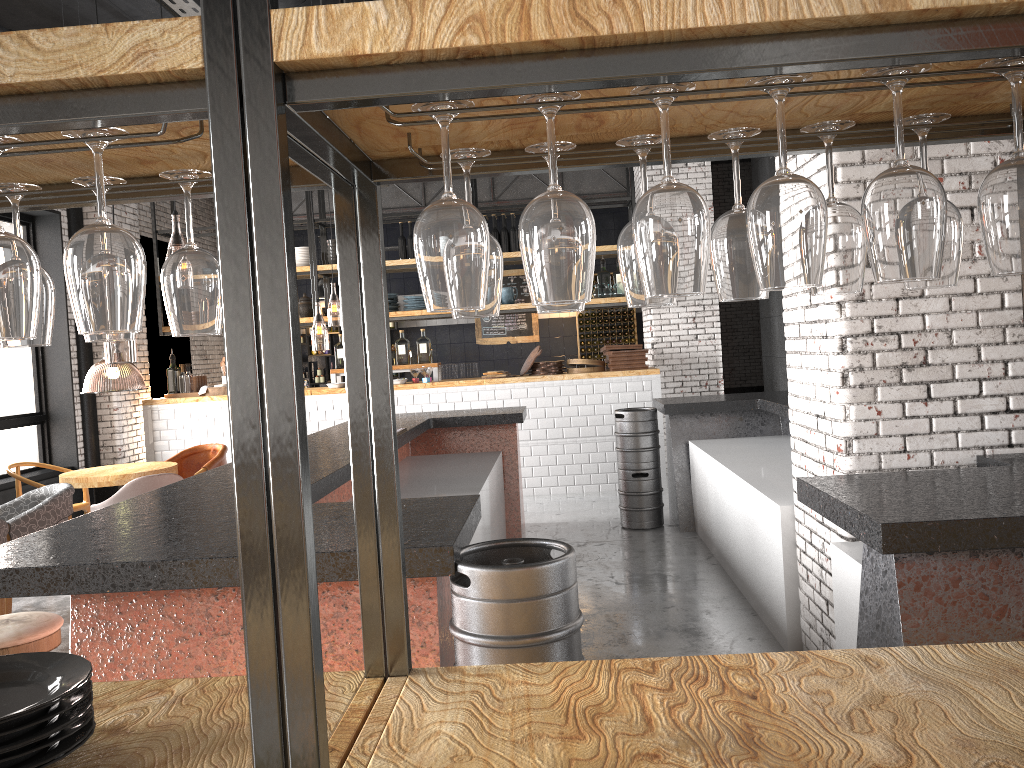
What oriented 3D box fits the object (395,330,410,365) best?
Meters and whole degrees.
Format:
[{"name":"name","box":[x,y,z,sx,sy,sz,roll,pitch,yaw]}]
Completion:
[{"name":"object","box":[-1.273,-0.425,10.338,0.154,0.404,0.154,-4,1,3]}]

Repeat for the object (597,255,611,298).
[{"name":"object","box":[1.091,-1.277,10.531,0.157,0.554,0.106,-3,1,7]}]

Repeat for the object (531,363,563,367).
[{"name":"object","box":[0.412,-0.217,10.180,0.407,0.019,0.458,-6,3,-45]}]

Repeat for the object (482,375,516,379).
[{"name":"object","box":[-0.124,-0.085,10.134,0.406,0.019,0.458,-1,3,45]}]

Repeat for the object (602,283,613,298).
[{"name":"object","box":[1.113,-1.090,10.360,0.118,0.181,0.118,-4,2,-21]}]

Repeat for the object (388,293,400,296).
[{"name":"object","box":[-1.535,-1.055,10.638,0.373,0.050,0.373,-3,2,25]}]

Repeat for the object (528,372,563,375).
[{"name":"object","box":[0.413,-0.120,10.183,0.458,0.019,0.407,-2,3,38]}]

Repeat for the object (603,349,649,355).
[{"name":"object","box":[1.287,-0.361,10.081,0.405,0.044,0.636,-4,2,-3]}]

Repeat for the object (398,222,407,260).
[{"name":"object","box":[-1.308,-1.692,10.565,0.098,0.471,0.098,-3,1,25]}]

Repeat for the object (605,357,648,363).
[{"name":"object","box":[1.293,-0.273,10.082,0.405,0.044,0.636,-4,2,0]}]

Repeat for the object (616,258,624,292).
[{"name":"object","box":[1.279,-1.291,10.531,0.140,0.550,0.097,-3,1,7]}]

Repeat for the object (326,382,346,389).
[{"name":"object","box":[-1.985,0.017,10.061,0.216,0.055,0.324,-3,2,3]}]

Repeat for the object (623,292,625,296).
[{"name":"object","box":[1.354,-1.103,10.313,0.118,0.181,0.118,-3,2,27]}]

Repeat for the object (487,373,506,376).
[{"name":"object","box":[-0.176,-0.112,10.177,0.214,0.013,0.521,-4,2,-1]}]

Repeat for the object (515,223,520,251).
[{"name":"object","box":[0.033,-1.775,10.690,0.098,0.458,0.098,-4,1,-19]}]

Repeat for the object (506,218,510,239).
[{"name":"object","box":[-0.075,-1.768,10.696,0.098,0.458,0.098,-4,1,-19]}]

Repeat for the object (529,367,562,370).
[{"name":"object","box":[0.371,-0.182,10.170,0.406,0.019,0.458,-3,2,17]}]

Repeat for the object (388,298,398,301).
[{"name":"object","box":[-1.530,-0.995,10.641,0.334,0.052,0.334,-3,2,20]}]

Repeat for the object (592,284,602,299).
[{"name":"object","box":[0.992,-1.082,10.353,0.118,0.181,0.118,-3,2,36]}]

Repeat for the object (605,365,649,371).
[{"name":"object","box":[1.299,-0.185,10.084,0.405,0.044,0.636,-4,2,-1]}]

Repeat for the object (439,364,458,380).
[{"name":"object","box":[-0.728,-0.142,10.167,0.181,0.168,0.170,-3,2,13]}]

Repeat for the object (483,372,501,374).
[{"name":"object","box":[-0.203,-0.132,10.086,0.172,0.010,0.368,-3,2,13]}]

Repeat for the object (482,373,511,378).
[{"name":"object","box":[-0.168,-0.101,10.183,0.276,0.019,0.514,-3,2,8]}]

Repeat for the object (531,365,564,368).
[{"name":"object","box":[0.386,-0.199,10.180,0.458,0.019,0.406,-6,3,-44]}]

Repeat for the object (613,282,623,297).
[{"name":"object","box":[1.234,-1.098,10.372,0.118,0.181,0.118,-4,1,-13]}]

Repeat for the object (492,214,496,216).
[{"name":"object","box":[-0.214,-1.976,10.427,0.046,0.031,0.046,-4,2,-19]}]

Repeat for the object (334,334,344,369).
[{"name":"object","box":[-1.989,-0.381,10.379,0.154,0.404,0.154,-4,1,3]}]

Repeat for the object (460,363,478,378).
[{"name":"object","box":[-0.497,-0.159,10.246,0.181,0.168,0.170,-4,2,-17]}]

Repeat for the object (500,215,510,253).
[{"name":"object","box":[-0.089,-1.757,10.426,0.098,0.458,0.098,-4,1,-19]}]

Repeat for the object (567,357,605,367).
[{"name":"object","box":[0.842,-0.252,10.120,0.440,0.154,0.437,-5,3,-40]}]

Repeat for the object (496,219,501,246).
[{"name":"object","box":[-0.186,-1.762,10.702,0.098,0.458,0.098,-3,1,25]}]

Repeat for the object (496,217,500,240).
[{"name":"object","box":[-0.193,-1.756,10.567,0.098,0.458,0.098,-3,1,25]}]

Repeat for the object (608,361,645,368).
[{"name":"object","box":[1.296,-0.229,10.083,0.405,0.044,0.636,-3,2,6]}]

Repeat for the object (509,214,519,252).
[{"name":"object","box":[0.019,-1.763,10.420,0.098,0.458,0.098,-4,1,-19]}]

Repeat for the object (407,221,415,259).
[{"name":"object","box":[-1.201,-1.699,10.559,0.098,0.471,0.098,-3,1,25]}]

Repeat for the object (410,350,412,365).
[{"name":"object","box":[-1.171,-0.307,10.258,0.024,0.164,0.062,-4,1,-7]}]

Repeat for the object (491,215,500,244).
[{"name":"object","box":[-0.200,-1.750,10.432,0.098,0.458,0.098,-3,1,25]}]

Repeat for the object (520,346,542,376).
[{"name":"object","box":[0.215,-0.262,10.082,0.242,0.338,0.488,-4,2,-11]}]

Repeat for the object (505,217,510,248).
[{"name":"object","box":[-0.082,-1.763,10.561,0.098,0.458,0.098,-4,1,-19]}]

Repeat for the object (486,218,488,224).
[{"name":"object","box":[-0.301,-1.749,10.572,0.098,0.458,0.098,-3,1,25]}]

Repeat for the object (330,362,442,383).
[{"name":"object","box":[-1.452,0.064,10.362,1.250,0.551,0.315,-3,1,3]}]

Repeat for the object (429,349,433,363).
[{"name":"object","box":[-0.929,-0.322,10.242,0.034,0.164,0.061,-3,1,36]}]

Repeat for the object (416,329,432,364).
[{"name":"object","box":[-1.026,-0.440,10.329,0.154,0.404,0.154,-4,1,3]}]

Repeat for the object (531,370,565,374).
[{"name":"object","box":[0.428,-0.137,10.174,0.407,0.019,0.458,-5,2,-25]}]

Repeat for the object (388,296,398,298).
[{"name":"object","box":[-1.533,-1.021,10.639,0.335,0.036,0.335,-4,2,-8]}]

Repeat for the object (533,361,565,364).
[{"name":"object","box":[0.385,-0.248,10.180,0.458,0.019,0.406,-6,3,-40]}]

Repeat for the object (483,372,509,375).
[{"name":"object","box":[-0.168,-0.126,10.178,0.229,0.016,0.557,-3,2,9]}]

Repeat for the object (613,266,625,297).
[{"name":"object","box":[1.284,-1.215,10.537,0.157,0.405,0.106,-3,1,7]}]

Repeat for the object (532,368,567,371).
[{"name":"object","box":[0.399,-0.168,10.183,0.458,0.019,0.407,-5,3,-28]}]

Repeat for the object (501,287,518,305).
[{"name":"object","box":[-0.044,-1.048,10.547,0.166,0.230,0.198,-4,2,-26]}]

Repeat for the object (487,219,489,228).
[{"name":"object","box":[-0.294,-1.761,10.707,0.098,0.471,0.098,-3,1,25]}]

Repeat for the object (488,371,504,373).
[{"name":"object","box":[-0.168,-0.142,10.017,0.184,0.011,0.254,-3,2,25]}]

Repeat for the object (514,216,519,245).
[{"name":"object","box":[0.026,-1.769,10.555,0.098,0.458,0.098,-4,1,-19]}]

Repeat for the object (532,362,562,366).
[{"name":"object","box":[0.405,-0.233,10.181,0.458,0.019,0.407,-2,3,36]}]

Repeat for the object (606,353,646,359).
[{"name":"object","box":[1.290,-0.317,10.081,0.405,0.044,0.636,-3,2,4]}]

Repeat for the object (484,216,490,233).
[{"name":"object","box":[-0.307,-1.744,10.437,0.098,0.458,0.098,-3,1,25]}]

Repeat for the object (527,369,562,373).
[{"name":"object","box":[0.406,-0.152,10.183,0.458,0.019,0.407,-2,3,31]}]

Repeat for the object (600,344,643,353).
[{"name":"object","box":[1.230,-0.400,10.019,0.406,0.094,0.637,-4,2,1]}]

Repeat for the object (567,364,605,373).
[{"name":"object","box":[0.843,-0.184,10.119,0.437,0.097,0.437,-2,2,28]}]
